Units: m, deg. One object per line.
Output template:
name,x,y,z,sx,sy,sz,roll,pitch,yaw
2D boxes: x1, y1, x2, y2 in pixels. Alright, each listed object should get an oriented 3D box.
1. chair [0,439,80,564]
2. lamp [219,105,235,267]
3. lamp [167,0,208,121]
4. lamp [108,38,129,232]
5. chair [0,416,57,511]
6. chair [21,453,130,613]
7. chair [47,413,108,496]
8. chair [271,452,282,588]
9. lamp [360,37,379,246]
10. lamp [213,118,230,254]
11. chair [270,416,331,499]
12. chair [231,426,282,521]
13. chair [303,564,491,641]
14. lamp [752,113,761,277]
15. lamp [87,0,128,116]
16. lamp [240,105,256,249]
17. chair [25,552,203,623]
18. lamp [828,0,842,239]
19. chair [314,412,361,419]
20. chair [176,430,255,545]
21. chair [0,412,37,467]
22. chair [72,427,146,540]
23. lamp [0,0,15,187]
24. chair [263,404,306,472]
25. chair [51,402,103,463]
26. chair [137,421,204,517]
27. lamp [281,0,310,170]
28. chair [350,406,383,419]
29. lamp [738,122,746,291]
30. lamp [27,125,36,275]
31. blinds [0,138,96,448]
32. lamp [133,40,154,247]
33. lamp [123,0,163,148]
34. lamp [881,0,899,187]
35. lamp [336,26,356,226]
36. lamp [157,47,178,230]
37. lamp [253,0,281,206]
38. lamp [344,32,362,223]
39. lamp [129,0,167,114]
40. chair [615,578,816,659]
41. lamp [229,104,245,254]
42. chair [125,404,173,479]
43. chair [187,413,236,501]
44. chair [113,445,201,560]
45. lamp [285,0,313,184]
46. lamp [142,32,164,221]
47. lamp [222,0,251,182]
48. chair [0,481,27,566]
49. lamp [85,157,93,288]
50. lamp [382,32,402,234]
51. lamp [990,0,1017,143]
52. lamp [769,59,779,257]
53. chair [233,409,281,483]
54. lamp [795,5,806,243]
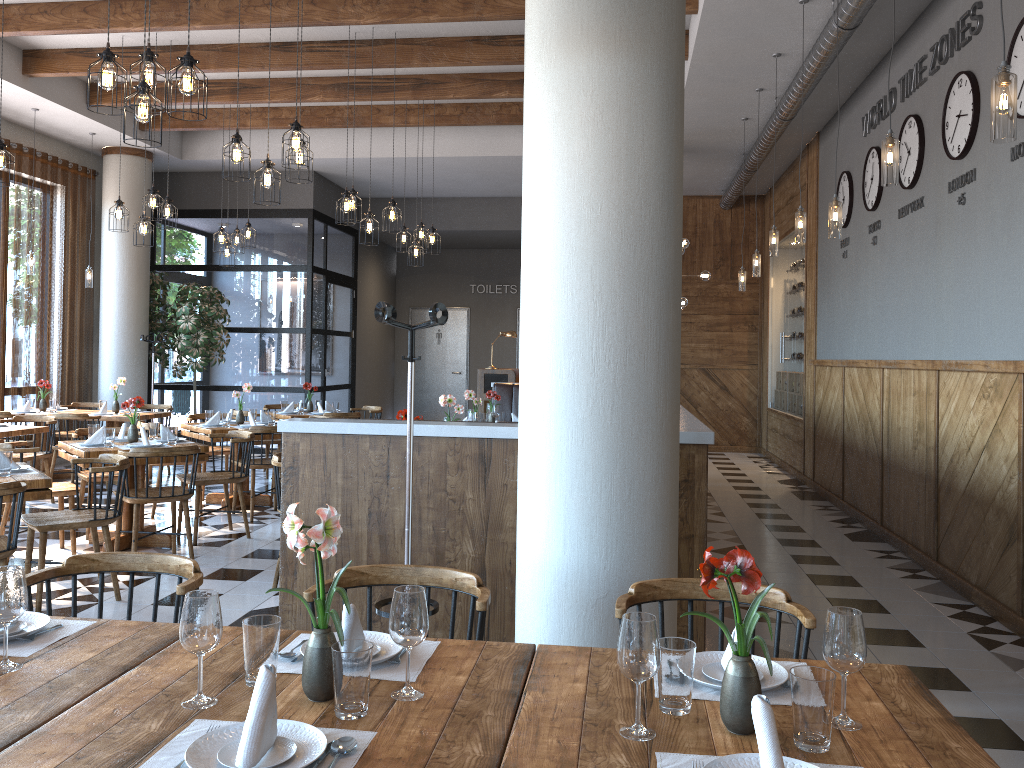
chair,-3.343,0.801,6.192,0.549,0.817,0.519,1,0,-38
lamp,-3.318,-2.415,10.380,0.175,2.072,0.175,1,-1,20
lamp,-1.557,-2.330,4.303,0.175,2.072,0.175,1,-1,-8
lamp,-3.735,-2.494,8.465,0.175,2.072,0.175,1,-1,-32
chair,-4.545,0.720,8.209,0.519,0.817,0.549,1,0,7
chair,-2.551,0.845,5.195,0.549,0.817,0.519,1,0,-38
chair,-4.437,0.695,9.053,0.519,0.817,0.549,1,0,7
chair,-1.240,0.853,5.618,0.550,0.817,0.519,1,0,7
lamp,-1.293,-2.313,8.131,0.175,2.072,0.175,1,-1,-9
lamp,-3.315,-2.539,10.160,0.175,2.072,0.175,1,-1,-13
chair,-2.088,0.741,8.825,0.549,0.817,0.519,1,0,-38
chair,-2.204,0.767,7.920,0.519,0.817,0.550,1,0,-38
chair,-0.334,0.966,2.427,0.519,0.817,0.549,1,0,7
lamp,2.372,-2.015,8.548,0.078,1.965,0.078,1,-1,-7
lamp,-1.983,-2.383,4.385,0.175,2.072,0.175,1,-1,14
lamp,-3.101,-2.645,10.475,0.175,2.072,0.175,1,-1,20
chair,-1.194,0.949,2.537,0.519,0.817,0.549,1,0,7
lamp,1.965,-1.861,5.355,0.078,1.965,0.078,2,-1,-43
chair,-1.965,0.713,9.796,0.519,0.817,0.550,1,0,-38
chair,-2.323,0.794,6.980,0.549,0.817,0.519,1,0,-38
chair,-5.274,0.678,9.160,0.519,0.817,0.549,1,0,7
chair,-3.228,0.775,7.096,0.519,0.817,0.550,1,0,-38
lamp,-3.542,-2.420,6.161,0.175,2.072,0.175,1,-1,-7
chair,-2.753,0.669,10.816,0.519,0.817,0.550,1,0,-38
chair,-5.109,0.641,10.455,0.519,0.817,0.549,1,0,7
chair,-3.108,0.748,8.036,0.549,0.817,0.519,1,0,-38
lamp,-1.423,-2.477,5.900,0.175,2.072,0.175,1,-1,-22
chair,-1.855,0.686,10.723,0.549,0.817,0.519,1,0,-38
lamp,2.505,-1.986,9.590,0.078,1.965,0.078,0,-1,39
lamp,-5.229,-2.174,9.676,0.078,1.965,0.078,1,-1,-7
blinds,-5.984,-0.904,8.001,0.160,3.581,7.266,1,1,7
lamp,-3.527,-2.362,8.533,0.175,2.072,0.175,1,-1,2
lamp,-1.779,-2.204,4.321,0.175,2.072,0.175,1,-1,25
lamp,1.826,-1.935,4.256,0.078,1.965,0.078,1,-1,-17
lamp,-1.494,-2.488,8.066,0.175,2.072,0.175,1,-1,-21
lamp,-3.311,-2.533,8.561,0.175,2.072,0.175,1,-1,-9
lamp,-1.637,-2.253,5.994,0.175,2.072,0.175,1,-1,-22
lamp,-1.473,-2.551,8.274,0.175,2.072,0.175,1,-1,-9
lamp,-1.847,-2.443,4.544,0.175,2.072,0.175,1,-1,25
chair,0.526,0.984,2.318,0.519,0.817,0.549,1,0,7
lamp,-3.273,-2.595,10.594,0.175,2.072,0.175,1,-1,9
chair,-4.272,0.658,10.348,0.519,0.817,0.549,1,0,7
chair,-2.992,0.722,8.940,0.519,0.817,0.550,1,0,-38
chair,-2.439,0.820,6.076,0.519,0.817,0.550,1,0,-38
lamp,-1.449,-2.427,6.106,0.175,2.072,0.175,1,-1,-33
lamp,-3.370,-2.585,8.362,0.175,2.072,0.175,1,-1,2
lamp,-1.799,-2.382,5.847,0.175,2.072,0.175,0,-1,35
chair,-2.667,0.871,4.291,0.519,0.817,0.550,1,0,-38
lamp,-5.096,-2.146,10.718,0.078,1.965,0.078,0,-1,39
lamp,-1.098,-2.444,8.242,0.175,2.072,0.175,2,-1,-43
lamp,1.662,-1.797,2.979,0.078,1.965,0.078,0,-1,39
lamp,2.249,-2.072,7.569,0.078,1.965,0.078,0,-1,42
chair,-2.869,0.695,9.912,0.549,0.817,0.519,1,0,-38
lamp,2.102,-2.005,6.421,0.078,1.965,0.078,1,-1,15
